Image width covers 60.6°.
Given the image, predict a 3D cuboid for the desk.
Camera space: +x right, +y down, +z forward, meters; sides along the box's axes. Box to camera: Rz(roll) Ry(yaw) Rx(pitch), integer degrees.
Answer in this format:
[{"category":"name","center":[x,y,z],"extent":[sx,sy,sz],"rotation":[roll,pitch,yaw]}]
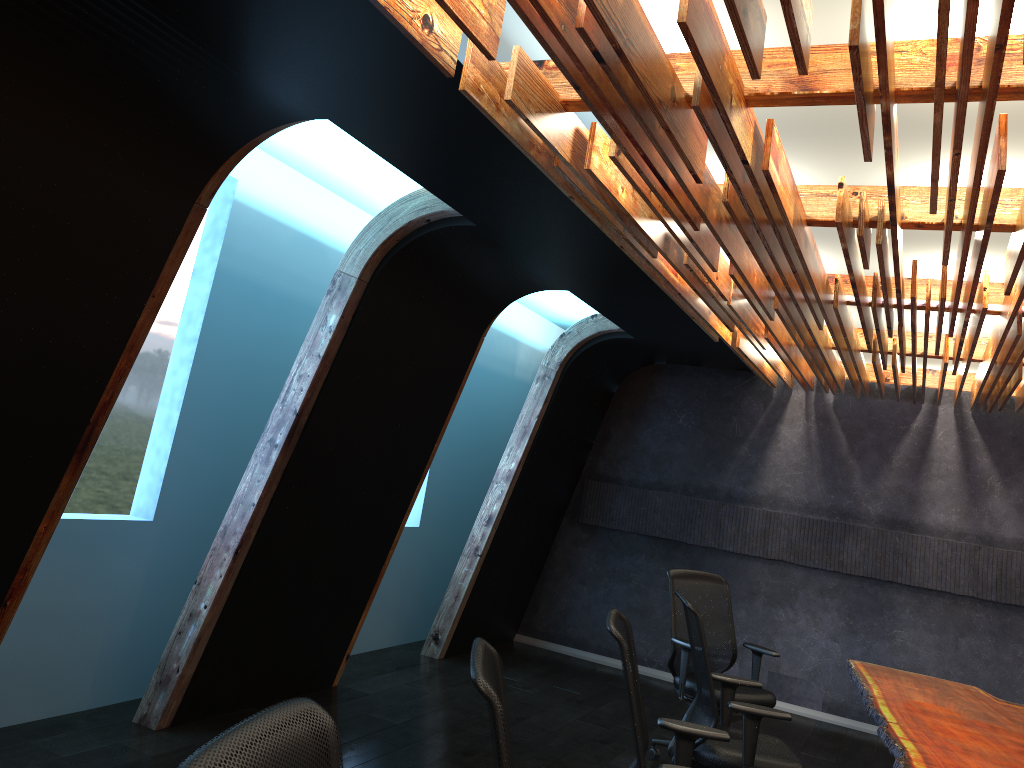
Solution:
[{"category":"desk","center":[1.886,1.937,2.782],"extent":[2.046,0.835,6.492],"rotation":[6,-7,25]}]

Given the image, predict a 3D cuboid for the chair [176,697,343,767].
[{"category":"chair","center":[-0.169,1.232,1.267],"extent":[0.799,1.266,0.792],"rotation":[7,-11,10]}]

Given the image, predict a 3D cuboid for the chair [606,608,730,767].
[{"category":"chair","center":[0.671,1.572,3.271],"extent":[0.799,1.266,0.792],"rotation":[7,-11,10]}]

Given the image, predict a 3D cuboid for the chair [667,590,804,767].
[{"category":"chair","center":[1.171,1.772,4.452],"extent":[0.798,1.266,0.793],"rotation":[8,-11,5]}]

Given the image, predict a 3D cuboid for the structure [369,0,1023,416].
[{"category":"structure","center":[2.049,0.664,2.565],"extent":[4.549,3.057,11.183],"rotation":[6,-7,25]}]

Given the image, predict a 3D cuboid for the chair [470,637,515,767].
[{"category":"chair","center":[0.185,1.386,2.215],"extent":[0.796,1.266,0.794],"rotation":[9,-11,0]}]

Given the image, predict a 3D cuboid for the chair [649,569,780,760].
[{"category":"chair","center":[1.408,1.951,5.851],"extent":[0.804,1.267,0.787],"rotation":[16,-13,-29]}]
